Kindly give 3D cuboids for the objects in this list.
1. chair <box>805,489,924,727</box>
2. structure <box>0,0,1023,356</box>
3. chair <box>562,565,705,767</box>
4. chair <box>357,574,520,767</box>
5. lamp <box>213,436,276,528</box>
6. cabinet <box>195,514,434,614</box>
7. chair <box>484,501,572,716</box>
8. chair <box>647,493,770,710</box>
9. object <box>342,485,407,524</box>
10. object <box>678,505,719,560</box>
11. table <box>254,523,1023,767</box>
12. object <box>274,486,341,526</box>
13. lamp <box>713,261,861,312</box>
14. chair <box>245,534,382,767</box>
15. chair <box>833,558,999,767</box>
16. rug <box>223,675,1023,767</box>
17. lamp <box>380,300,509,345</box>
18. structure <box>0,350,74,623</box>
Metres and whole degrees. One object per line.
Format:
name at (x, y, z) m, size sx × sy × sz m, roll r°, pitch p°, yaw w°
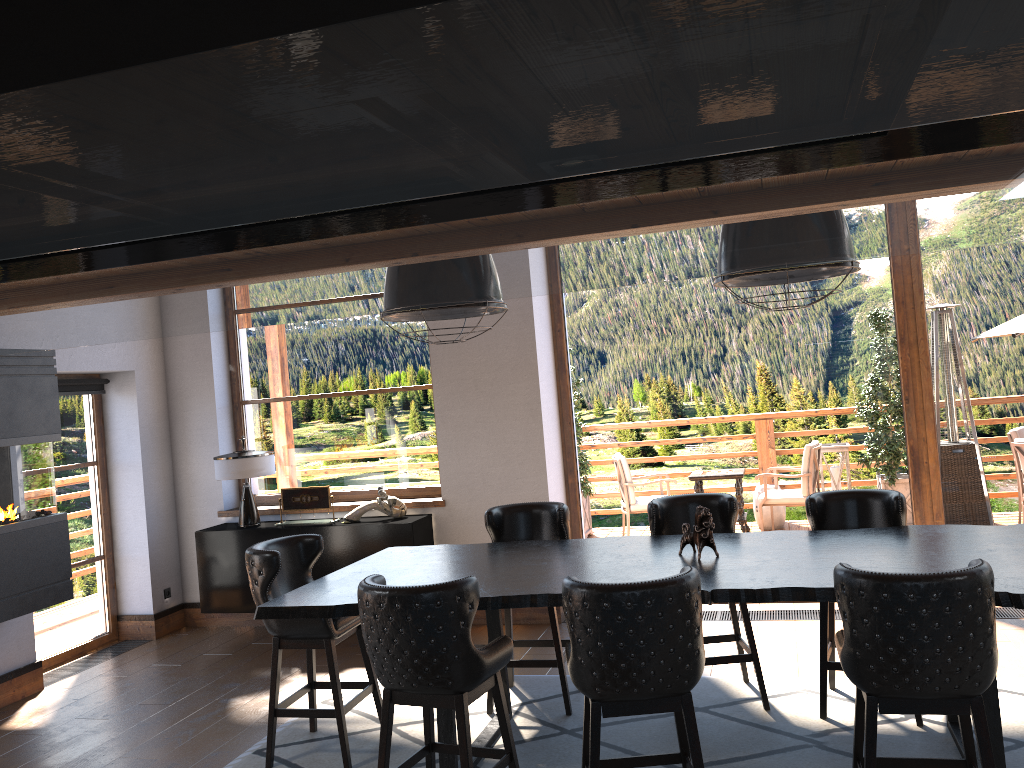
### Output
chair at (1.806, 1.121, 4.568) m, size 0.499 × 1.092 × 0.573 m, roll -5°, pitch -1°, yaw 25°
structure at (0.456, -0.405, 0.816) m, size 3.229 × 0.476 × 0.715 m, roll -5°, pitch 0°, yaw 16°
chair at (0.469, 1.217, 3.248) m, size 0.504 × 1.092 × 0.568 m, roll -5°, pitch -1°, yaw 0°
chair at (-0.294, 1.291, 3.527) m, size 0.499 × 1.092 × 0.573 m, roll -5°, pitch -1°, yaw 25°
lamp at (-2.124, 0.775, 7.091) m, size 0.465 × 0.726 × 0.474 m, roll -5°, pitch -1°, yaw 25°
cabinet at (-1.546, 1.419, 6.974) m, size 1.854 × 0.655 × 0.405 m, roll -5°, pitch -1°, yaw 16°
chair at (0.109, 1.254, 5.055) m, size 0.501 × 1.092 × 0.572 m, roll -5°, pitch -1°, yaw 15°
chair at (1.042, 1.176, 4.848) m, size 0.504 × 1.092 × 0.568 m, roll -5°, pitch -1°, yaw 0°
object at (-1.068, 0.920, 6.828) m, size 0.503 × 0.262 × 0.179 m, roll -5°, pitch -1°, yaw -16°
object at (0.865, 0.684, 4.145) m, size 0.117 × 0.253 × 0.219 m, roll -4°, pitch -1°, yaw -21°
table at (0.929, 1.274, 4.019) m, size 3.772 × 0.950 × 1.438 m, roll -5°, pitch 0°, yaw 16°
object at (-1.610, 0.951, 6.939) m, size 0.497 × 0.288 × 0.151 m, roll -5°, pitch -1°, yaw 16°
lamp at (1.012, -2.661, 3.905) m, size 0.628 × 4.685 × 0.615 m, roll -4°, pitch -1°, yaw -29°
chair at (-1.027, 1.347, 4.533) m, size 0.565 × 1.092 × 0.507 m, roll -5°, pitch -1°, yaw 15°
chair at (1.402, 1.139, 3.040) m, size 0.501 × 1.092 × 0.572 m, roll -5°, pitch -1°, yaw 15°
rug at (1.258, 1.702, 3.868) m, size 5.595 × 0.047 × 2.568 m, roll -5°, pitch 0°, yaw 16°
lamp at (-0.507, -2.533, 4.326) m, size 0.628 × 4.685 × 0.615 m, roll -4°, pitch -1°, yaw -29°
structure at (-3.373, 0.627, 5.224) m, size 0.430 × 1.650 × 1.454 m, roll -5°, pitch -1°, yaw 17°
